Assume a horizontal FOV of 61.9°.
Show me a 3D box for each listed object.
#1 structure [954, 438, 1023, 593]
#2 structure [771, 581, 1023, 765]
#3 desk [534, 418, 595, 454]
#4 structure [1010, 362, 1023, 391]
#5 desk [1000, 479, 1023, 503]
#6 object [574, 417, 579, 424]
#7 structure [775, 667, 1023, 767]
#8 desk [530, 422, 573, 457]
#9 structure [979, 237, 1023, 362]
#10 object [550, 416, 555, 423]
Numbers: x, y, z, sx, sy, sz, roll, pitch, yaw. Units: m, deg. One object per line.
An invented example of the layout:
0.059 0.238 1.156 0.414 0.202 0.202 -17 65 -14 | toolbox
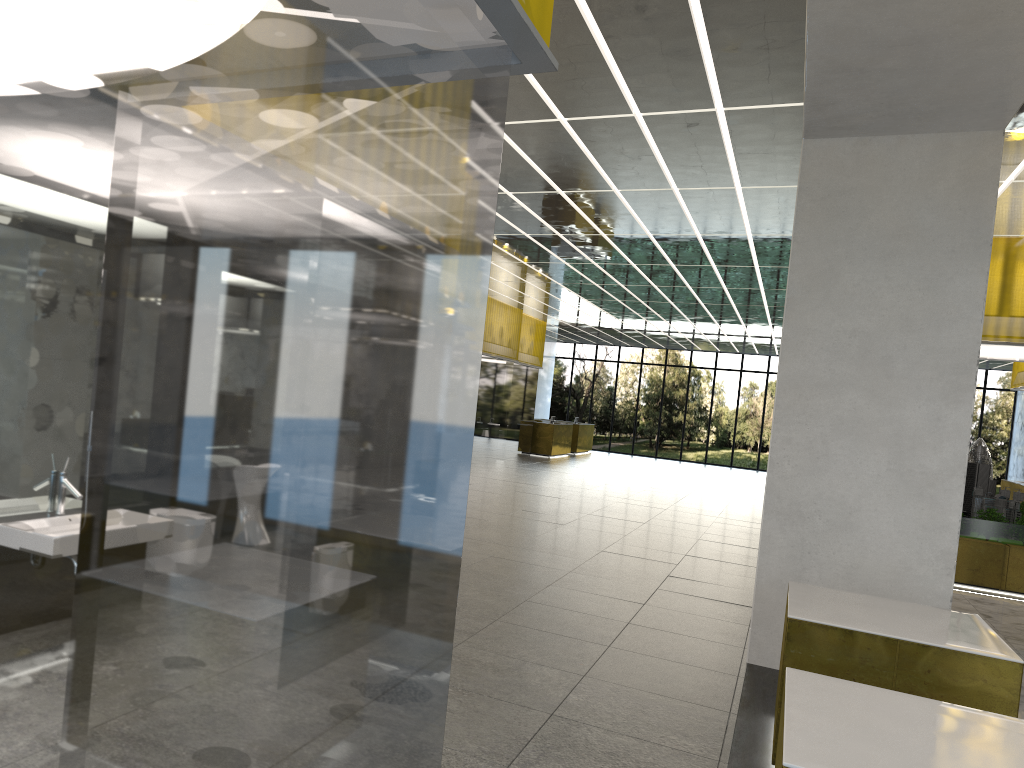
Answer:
9.062 2.259 16.508 4.014 2.572 4.974 6 0 22 | structure
2.707 2.279 6.285 1.417 1.174 1.394 6 0 23 | structure
2.296 2.681 44.526 3.338 1.509 3.363 5 -1 23 | desk
15.748 -0.883 22.796 3.378 2.270 3.009 6 0 23 | structure
15.332 3.612 22.864 3.338 1.509 3.363 5 -1 23 | desk
3.203 2.041 44.109 0.571 0.668 0.725 6 0 22 | object
1.851 2.153 3.697 1.417 1.174 1.394 6 0 23 | structure
0.847 2.467 40.144 3.338 1.509 3.363 5 -1 23 | desk
9.016 -1.668 15.277 3.378 2.270 3.132 6 0 23 | structure
1.742 1.825 39.689 0.571 0.668 0.724 6 0 22 | object
